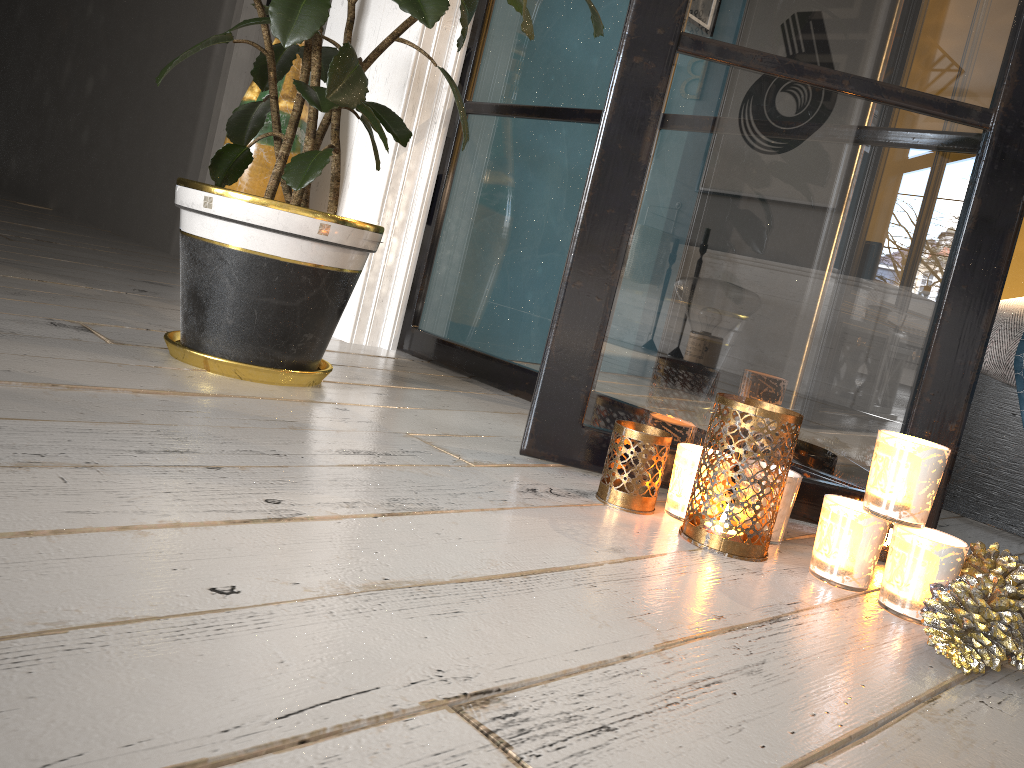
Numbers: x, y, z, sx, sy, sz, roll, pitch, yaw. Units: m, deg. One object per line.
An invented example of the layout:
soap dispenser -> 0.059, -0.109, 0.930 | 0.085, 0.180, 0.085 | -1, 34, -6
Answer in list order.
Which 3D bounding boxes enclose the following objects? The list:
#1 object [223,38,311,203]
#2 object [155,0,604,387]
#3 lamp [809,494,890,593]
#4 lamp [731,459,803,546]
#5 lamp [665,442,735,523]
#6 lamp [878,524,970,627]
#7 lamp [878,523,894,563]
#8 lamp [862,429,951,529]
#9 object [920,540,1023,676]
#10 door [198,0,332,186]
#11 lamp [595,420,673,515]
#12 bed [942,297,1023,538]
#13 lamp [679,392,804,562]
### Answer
object -> -0.557, -0.713, 2.147 | 0.218, 1.118, 0.214 | 17, 5, 38
object -> 0.940, -0.466, 0.500 | 3.939, 1.785, 1.006 | 20, 8, 43
lamp -> 0.414, 0.197, 1.092 | 0.080, 0.098, 0.081 | 13, 5, -6
lamp -> 0.347, 0.163, 1.218 | 0.080, 0.098, 0.081 | 13, 5, -6
lamp -> 0.257, 0.140, 1.225 | 0.080, 0.098, 0.081 | 13, 5, -6
lamp -> 0.472, 0.220, 1.023 | 0.080, 0.098, 0.081 | 13, 5, -6
lamp -> 0.551, 0.200, 1.281 | 0.081, 0.106, 0.080 | 19, 7, 43
lamp -> 0.464, 0.113, 1.050 | 0.080, 0.098, 0.081 | 13, 5, -6
object -> 0.660, 0.252, 1.117 | 0.194, 0.117, 0.715 | 18, 9, 32
door -> -0.619, -1.473, 3.128 | 1.048, 2.295, 0.177 | 18, 6, 43
lamp -> 0.169, 0.115, 1.226 | 0.085, 0.110, 0.084 | 16, 6, 19
bed -> 2.196, 0.167, 1.900 | 2.311, 0.766, 1.918 | 6, 10, -46
lamp -> 0.292, 0.116, 1.130 | 0.116, 0.186, 0.114 | 18, 7, 42
